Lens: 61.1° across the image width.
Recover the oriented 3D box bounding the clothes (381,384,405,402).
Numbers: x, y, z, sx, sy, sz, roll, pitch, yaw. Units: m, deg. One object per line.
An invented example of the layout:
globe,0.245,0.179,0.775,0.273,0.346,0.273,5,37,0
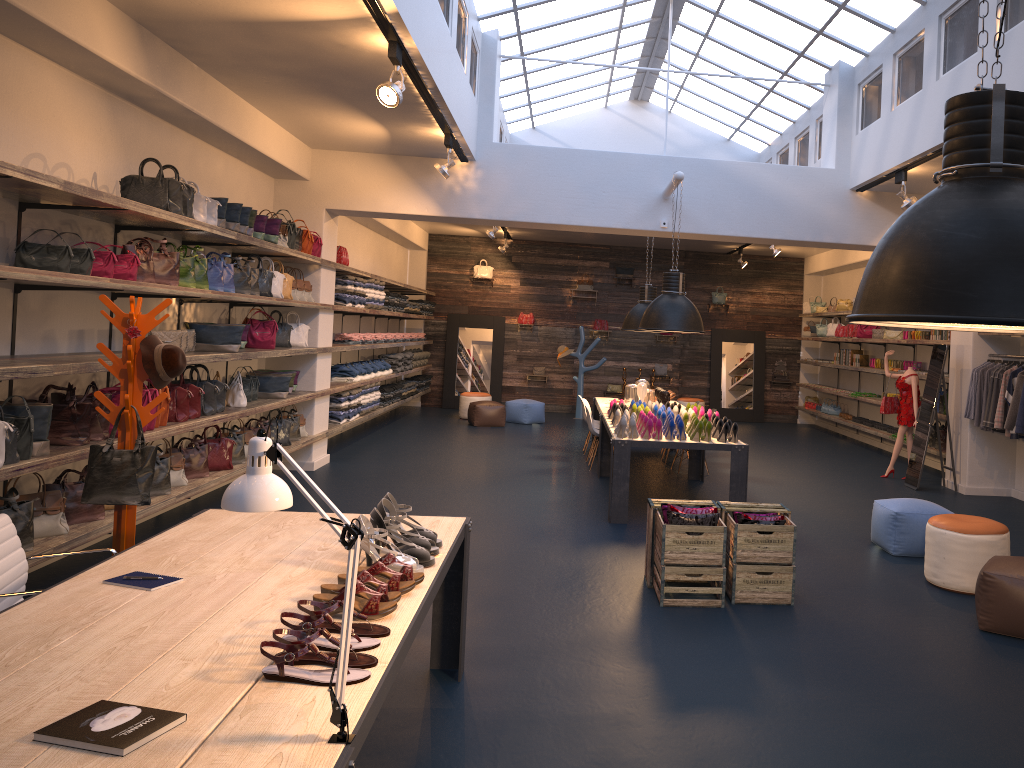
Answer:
clothes,-1.954,0.138,14.063,0.349,0.299,0.310,3,2,5

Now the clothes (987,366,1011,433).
clothes,5.589,0.180,9.635,0.662,0.754,0.127,3,-1,-4

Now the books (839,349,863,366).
books,6.131,-0.480,15.698,0.241,0.288,0.634,3,3,1

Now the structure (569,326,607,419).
structure,1.388,-0.225,16.918,0.910,1.809,0.183,3,-1,23

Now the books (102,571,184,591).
books,-1.245,0.661,2.939,0.194,0.018,0.145,4,4,19

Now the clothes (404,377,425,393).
clothes,-1.816,0.015,16.147,0.371,0.299,0.326,3,2,1

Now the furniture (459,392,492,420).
furniture,-0.666,0.396,15.787,0.581,0.480,0.580,3,2,2

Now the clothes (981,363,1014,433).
clothes,5.615,0.158,9.886,0.542,0.802,0.184,3,0,-9

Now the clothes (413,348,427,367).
clothes,-1.823,-0.512,16.556,0.333,0.342,0.397,3,2,6

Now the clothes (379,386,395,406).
clothes,-1.993,0.177,13.410,0.379,0.299,0.310,3,2,-13

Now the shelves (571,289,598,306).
shelves,1.484,-1.772,17.865,0.566,0.317,0.241,3,1,-5

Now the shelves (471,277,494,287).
shelves,-0.601,-2.070,17.648,0.458,0.157,0.242,3,2,-4

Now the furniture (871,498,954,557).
furniture,3.363,1.180,7.285,0.658,0.423,0.640,3,2,-3

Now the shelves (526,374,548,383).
shelves,0.514,-0.110,17.751,0.458,0.143,0.242,3,2,-4

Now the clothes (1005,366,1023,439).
clothes,5.586,0.208,9.395,0.571,0.795,0.122,3,-1,-4

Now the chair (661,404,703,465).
chair,2.256,0.662,11.562,0.552,0.802,0.460,3,0,-3

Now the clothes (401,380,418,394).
clothes,-1.915,0.056,15.758,0.422,0.251,0.342,3,2,-4

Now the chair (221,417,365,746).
chair,-0.505,0.464,2.089,0.514,0.746,0.179,4,0,36

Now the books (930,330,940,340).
books,5.800,-0.693,11.731,0.181,0.210,0.316,3,2,2

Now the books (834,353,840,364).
books,6.126,-0.470,16.166,0.181,0.210,0.316,3,2,2

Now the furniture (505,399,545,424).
furniture,0.235,0.482,15.674,0.598,0.423,0.699,5,3,38

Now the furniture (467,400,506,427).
furniture,-0.429,0.495,14.888,0.682,0.423,0.616,2,2,-17

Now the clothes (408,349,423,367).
clothes,-1.850,-0.486,16.116,0.333,0.342,0.397,3,2,6

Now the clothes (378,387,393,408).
clothes,-2.002,0.197,13.086,0.371,0.299,0.326,3,2,1

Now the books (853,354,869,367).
books,6.110,-0.410,15.208,0.183,0.213,0.327,3,2,1

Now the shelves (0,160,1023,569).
shelves,1.646,-0.045,9.549,8.701,2.226,16.738,3,4,1

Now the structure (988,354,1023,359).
structure,5.398,-0.083,5.980,0.039,0.039,8.668,3,4,3

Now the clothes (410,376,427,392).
clothes,-1.807,-0.005,16.471,0.379,0.299,0.310,3,2,-13

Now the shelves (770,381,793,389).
shelves,5.666,0.025,18.302,0.458,0.157,0.242,3,2,-4

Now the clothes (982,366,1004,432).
clothes,5.595,0.174,9.733,0.662,0.754,0.127,3,-1,-4

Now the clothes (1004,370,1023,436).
clothes,5.582,0.201,9.229,0.716,0.736,0.169,3,0,-7

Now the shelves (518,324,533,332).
shelves,0.284,-1.141,17.732,0.308,0.157,0.243,3,2,-2

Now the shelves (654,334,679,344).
shelves,3.213,-0.924,18.065,0.502,0.184,0.199,3,2,-5

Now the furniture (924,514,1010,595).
furniture,3.276,1.211,6.254,0.581,0.480,0.580,3,2,2

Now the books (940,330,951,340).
books,5.805,-0.703,11.262,0.241,0.288,0.634,3,3,1

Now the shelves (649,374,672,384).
shelves,3.083,-0.094,18.025,0.458,0.183,0.242,3,2,-4

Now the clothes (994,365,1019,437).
clothes,5.595,0.193,9.504,0.685,0.797,0.172,3,-1,-6

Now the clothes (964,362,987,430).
clothes,5.601,0.142,10.249,0.550,0.815,0.120,3,-1,-6

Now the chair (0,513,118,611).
chair,-1.703,0.949,3.252,0.711,0.837,0.653,3,1,-22

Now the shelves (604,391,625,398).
shelves,2.120,0.241,17.917,0.458,0.157,0.242,3,2,-4

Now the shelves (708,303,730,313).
shelves,4.329,-1.583,18.168,0.458,0.177,0.242,3,2,-4

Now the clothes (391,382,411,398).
clothes,-1.964,0.104,14.947,0.422,0.251,0.342,3,2,-4

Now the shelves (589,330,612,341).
shelves,1.822,-1.004,17.895,0.458,0.211,0.242,3,2,-4

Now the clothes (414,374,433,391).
clothes,-1.781,-0.034,16.964,0.366,0.299,0.646,3,3,3

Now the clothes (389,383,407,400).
clothes,-1.989,0.128,14.552,0.408,0.251,0.354,3,2,8

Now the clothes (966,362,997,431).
clothes,5.596,0.146,10.182,0.550,0.815,0.120,3,-1,-6

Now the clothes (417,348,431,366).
clothes,-1.796,-0.539,16.996,0.333,0.342,0.397,3,2,6

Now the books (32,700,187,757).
books,-0.872,0.748,1.895,0.218,0.017,0.185,4,4,16

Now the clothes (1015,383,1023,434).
clothes,5.571,0.220,9.069,0.685,0.797,0.172,3,-1,-6

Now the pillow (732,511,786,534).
pillow,1.624,0.992,5.788,0.312,0.319,0.455,3,2,0

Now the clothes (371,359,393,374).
clothes,-2.085,-0.268,13.383,0.429,0.240,0.425,3,3,-1

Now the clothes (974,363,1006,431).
clothes,5.625,0.148,10.047,0.542,0.802,0.184,3,0,-9

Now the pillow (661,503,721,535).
pillow,1.142,0.940,5.639,0.360,0.349,0.433,3,2,-1

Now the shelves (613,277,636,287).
shelves,2.321,-2.108,17.958,0.458,0.179,0.242,3,2,-4

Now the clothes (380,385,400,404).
clothes,-1.974,0.158,13.736,0.356,0.299,0.303,3,1,-1

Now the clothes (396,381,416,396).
clothes,-1.940,0.080,15.363,0.408,0.251,0.354,3,2,8

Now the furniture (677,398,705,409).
furniture,3.576,0.527,17.422,0.581,0.480,0.580,3,2,2

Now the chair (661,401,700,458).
chair,2.360,0.626,12.229,0.548,0.802,0.463,3,0,0
